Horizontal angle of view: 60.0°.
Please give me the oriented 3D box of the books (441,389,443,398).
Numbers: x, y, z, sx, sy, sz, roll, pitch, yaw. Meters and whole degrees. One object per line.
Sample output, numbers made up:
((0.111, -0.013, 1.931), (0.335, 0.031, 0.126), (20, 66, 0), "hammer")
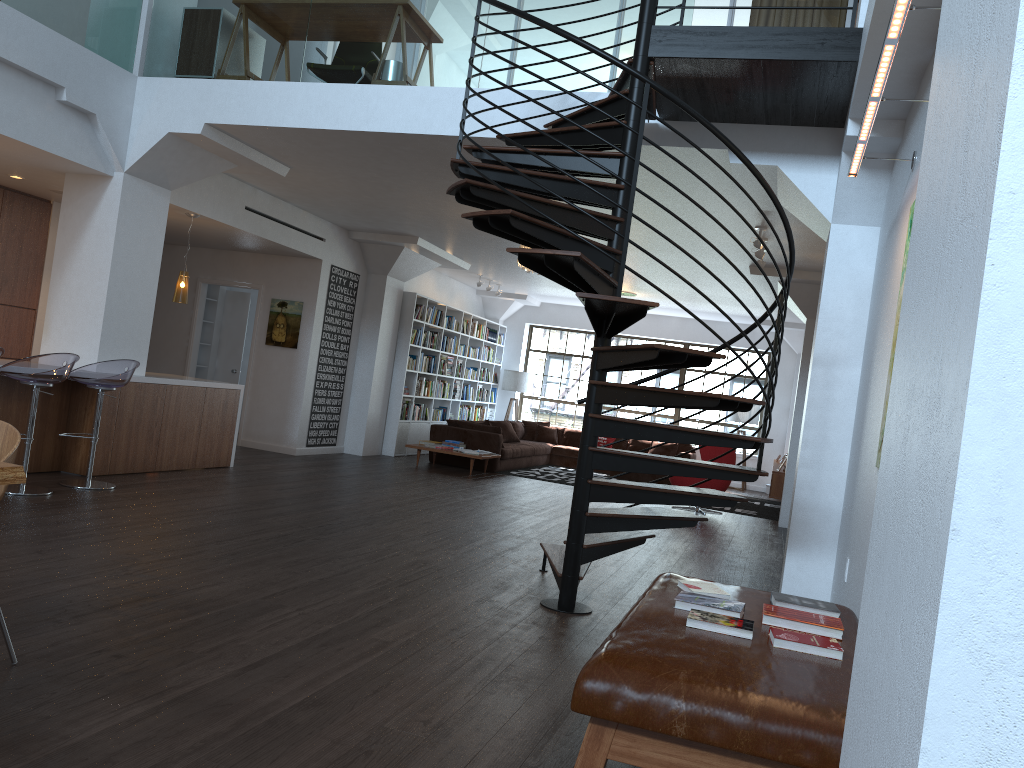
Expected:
((-1.212, 0.109, 14.517), (0.161, 0.223, 0.027), (8, -1, 16), "books")

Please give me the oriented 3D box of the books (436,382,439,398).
((-1.273, 0.085, 14.298), (0.160, 0.250, 0.026), (8, -1, 16), "books")

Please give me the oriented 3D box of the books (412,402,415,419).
((-1.592, 0.399, 13.476), (0.198, 0.284, 0.049), (8, -1, 17), "books")

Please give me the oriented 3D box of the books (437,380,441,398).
((-1.258, 0.068, 14.362), (0.176, 0.290, 0.053), (8, -1, 16), "books")

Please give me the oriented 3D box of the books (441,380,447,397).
((-1.182, 0.081, 14.623), (0.176, 0.290, 0.036), (8, -1, 16), "books")

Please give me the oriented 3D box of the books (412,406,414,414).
((-1.589, 0.402, 13.421), (0.174, 0.278, 0.054), (8, -1, 17), "books")

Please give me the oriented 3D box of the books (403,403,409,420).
((-1.648, 0.405, 13.268), (0.183, 0.253, 0.042), (8, -1, 17), "books")

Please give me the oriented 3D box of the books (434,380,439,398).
((-1.298, 0.064, 14.258), (0.198, 0.284, 0.066), (8, -1, 16), "books")

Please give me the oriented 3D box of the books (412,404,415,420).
((-1.574, 0.419, 13.512), (0.160, 0.251, 0.031), (8, -1, 17), "books")

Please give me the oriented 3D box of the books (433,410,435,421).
((-1.316, 0.498, 14.349), (0.128, 0.178, 0.022), (8, -1, 17), "books")

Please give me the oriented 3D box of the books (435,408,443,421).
((-1.228, 0.506, 14.641), (0.139, 0.191, 0.036), (8, -1, 17), "books")

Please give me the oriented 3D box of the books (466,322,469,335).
((-0.839, -0.965, 15.260), (0.161, 0.223, 0.032), (8, -1, 17), "books")

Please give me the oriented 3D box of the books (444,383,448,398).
((-1.169, 0.099, 14.669), (0.180, 0.259, 0.060), (8, -1, 16), "books")

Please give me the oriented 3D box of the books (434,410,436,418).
((-1.312, 0.499, 14.370), (0.128, 0.178, 0.021), (8, -1, 17), "books")

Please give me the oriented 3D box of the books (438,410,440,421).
((-1.251, 0.514, 14.560), (0.122, 0.169, 0.023), (8, -1, 17), "books")

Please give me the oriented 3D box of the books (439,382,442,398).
((-1.247, 0.088, 14.403), (0.183, 0.253, 0.034), (8, -1, 16), "books")

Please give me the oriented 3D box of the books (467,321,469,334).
((-0.833, -0.977, 15.296), (0.160, 0.251, 0.039), (8, -1, 17), "books")

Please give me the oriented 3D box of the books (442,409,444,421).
((-1.207, 0.504, 14.698), (0.146, 0.202, 0.027), (8, -1, 17), "books")

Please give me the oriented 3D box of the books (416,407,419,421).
((-1.524, 0.449, 13.652), (0.161, 0.223, 0.030), (8, -1, 16), "books")

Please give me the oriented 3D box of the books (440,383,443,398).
((-1.234, 0.090, 14.433), (0.183, 0.253, 0.034), (8, -1, 16), "books")

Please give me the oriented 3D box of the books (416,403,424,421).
((-1.478, 0.431, 13.837), (0.180, 0.259, 0.042), (8, -1, 17), "books")

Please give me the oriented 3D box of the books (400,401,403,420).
((-1.719, 0.378, 13.053), (0.198, 0.284, 0.049), (8, -1, 17), "books")

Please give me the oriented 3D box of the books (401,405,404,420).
((-1.686, 0.414, 13.116), (0.161, 0.223, 0.032), (8, -1, 17), "books")

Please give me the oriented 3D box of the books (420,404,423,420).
((-1.488, 0.433, 13.798), (0.160, 0.251, 0.039), (8, -1, 17), "books")

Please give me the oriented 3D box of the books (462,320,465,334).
((-0.892, -0.979, 15.103), (0.174, 0.236, 0.136), (8, -1, 16), "books")

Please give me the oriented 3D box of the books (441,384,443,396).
((-1.224, 0.096, 14.477), (0.171, 0.246, 0.057), (8, -1, 16), "books")

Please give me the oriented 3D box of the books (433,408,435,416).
((-1.327, 0.486, 14.331), (0.127, 0.200, 0.020), (8, -1, 17), "books")

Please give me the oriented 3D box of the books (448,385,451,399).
((-1.117, 0.125, 14.832), (0.161, 0.223, 0.026), (8, -1, 16), "books")

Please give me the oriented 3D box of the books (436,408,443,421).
((-1.223, 0.502, 14.674), (0.146, 0.202, 0.027), (8, -1, 17), "books")

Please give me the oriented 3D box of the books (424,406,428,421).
((-1.424, 0.452, 14.004), (0.174, 0.236, 0.142), (8, -1, 16), "books")

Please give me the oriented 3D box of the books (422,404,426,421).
((-1.448, 0.438, 13.918), (0.183, 0.253, 0.042), (8, -1, 17), "books")

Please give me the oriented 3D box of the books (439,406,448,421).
((-1.165, 0.497, 14.860), (0.140, 0.231, 0.042), (8, -1, 17), "books")

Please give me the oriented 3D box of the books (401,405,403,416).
((-1.701, 0.398, 13.089), (0.160, 0.251, 0.031), (8, -1, 17), "books")

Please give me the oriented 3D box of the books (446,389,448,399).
((-1.150, 0.120, 14.733), (0.161, 0.223, 0.027), (8, -1, 16), "books")

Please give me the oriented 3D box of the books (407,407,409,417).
((-1.637, 0.422, 13.303), (0.161, 0.223, 0.033), (8, -1, 17), "books")

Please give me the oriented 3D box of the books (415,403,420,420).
((-1.520, 0.425, 13.690), (0.183, 0.253, 0.042), (8, -1, 17), "books")

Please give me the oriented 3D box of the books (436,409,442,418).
((-1.235, 0.512, 14.613), (0.128, 0.178, 0.021), (8, -1, 17), "books")

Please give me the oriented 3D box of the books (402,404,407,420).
((-1.671, 0.408, 13.157), (0.174, 0.240, 0.054), (8, -1, 17), "books")

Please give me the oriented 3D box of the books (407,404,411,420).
((-1.623, 0.410, 13.347), (0.180, 0.251, 0.048), (8, -1, 17), "books")

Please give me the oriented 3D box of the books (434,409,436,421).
((-1.310, 0.496, 14.397), (0.134, 0.184, 0.030), (8, -1, 17), "books")

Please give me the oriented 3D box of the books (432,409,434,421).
((-1.335, 0.486, 14.299), (0.136, 0.196, 0.045), (8, -1, 17), "books")

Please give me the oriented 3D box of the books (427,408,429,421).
((-1.402, 0.470, 14.056), (0.161, 0.207, 0.135), (8, -1, 16), "books")

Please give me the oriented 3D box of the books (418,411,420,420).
((-1.510, 0.443, 13.725), (0.161, 0.223, 0.033), (8, -1, 17), "books")

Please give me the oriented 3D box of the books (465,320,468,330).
((-0.855, -0.981, 15.234), (0.160, 0.251, 0.031), (8, -1, 17), "books")

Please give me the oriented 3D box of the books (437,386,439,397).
((-1.265, 0.100, 14.321), (0.161, 0.223, 0.026), (8, -1, 16), "books")

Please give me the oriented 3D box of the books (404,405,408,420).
((-1.646, 0.420, 13.228), (0.161, 0.223, 0.032), (8, -1, 17), "books")

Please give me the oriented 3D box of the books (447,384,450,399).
((-1.136, 0.114, 14.801), (0.174, 0.240, 0.045), (8, -1, 16), "books")

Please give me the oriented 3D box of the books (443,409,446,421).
((-1.187, 0.508, 14.777), (0.146, 0.202, 0.027), (8, -1, 17), "books")

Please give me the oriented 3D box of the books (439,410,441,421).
((-1.243, 0.513, 14.587), (0.126, 0.173, 0.032), (8, -1, 17), "books")

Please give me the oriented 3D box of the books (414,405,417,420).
((-1.555, 0.432, 13.583), (0.176, 0.231, 0.053), (8, -1, 17), "books")

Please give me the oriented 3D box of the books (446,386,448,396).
((-1.154, 0.105, 14.708), (0.160, 0.250, 0.026), (8, -1, 16), "books")

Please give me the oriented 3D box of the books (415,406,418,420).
((-1.537, 0.439, 13.623), (0.161, 0.223, 0.033), (8, -1, 17), "books")

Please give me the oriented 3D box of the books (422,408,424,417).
((-1.478, 0.445, 13.882), (0.168, 0.231, 0.045), (8, -1, 17), "books")

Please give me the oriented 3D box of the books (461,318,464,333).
((-0.915, -0.992, 15.019), (0.183, 0.253, 0.042), (8, -1, 17), "books")

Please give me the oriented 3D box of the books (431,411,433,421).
((-1.345, 0.487, 14.259), (0.139, 0.191, 0.036), (8, -1, 17), "books")

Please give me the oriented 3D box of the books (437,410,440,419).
((-1.249, 0.515, 14.537), (0.107, 0.167, 0.017), (8, -1, 17), "books")

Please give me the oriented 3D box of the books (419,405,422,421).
((-1.497, 0.434, 13.759), (0.171, 0.246, 0.039), (8, -1, 17), "books")

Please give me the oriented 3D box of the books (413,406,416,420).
((-1.559, 0.435, 13.538), (0.161, 0.223, 0.032), (8, -1, 17), "books")

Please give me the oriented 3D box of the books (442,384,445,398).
((-1.209, 0.102, 14.553), (0.174, 0.240, 0.045), (8, -1, 16), "books")
